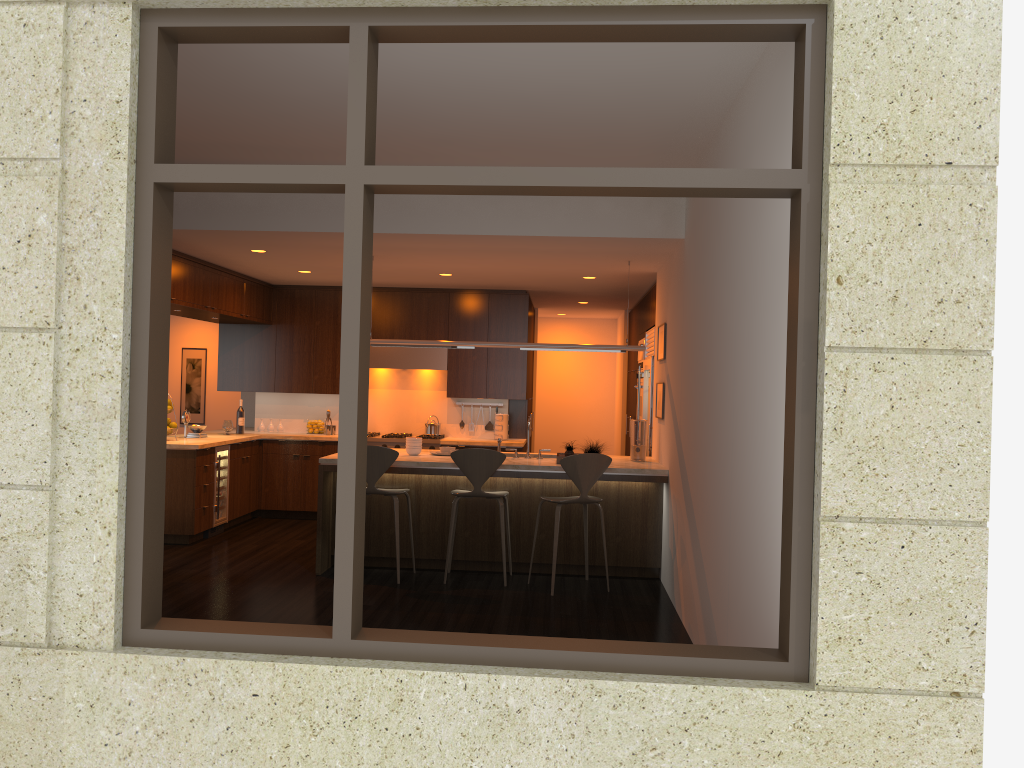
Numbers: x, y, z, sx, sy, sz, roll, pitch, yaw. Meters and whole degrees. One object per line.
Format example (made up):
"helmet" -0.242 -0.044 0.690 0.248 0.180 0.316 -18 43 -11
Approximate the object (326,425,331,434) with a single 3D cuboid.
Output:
"object" -2.078 0.519 10.039 0.060 0.106 0.060 2 0 35

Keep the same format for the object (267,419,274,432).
"object" -2.769 0.476 10.187 0.079 0.154 0.079 2 0 -14

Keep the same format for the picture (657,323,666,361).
"picture" 1.249 -0.347 7.418 0.012 0.298 0.493 2 0 3

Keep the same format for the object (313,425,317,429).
"object" -2.237 0.486 10.067 0.052 0.053 0.062 2 0 8

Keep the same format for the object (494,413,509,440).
"object" -0.124 0.474 9.887 0.168 0.304 0.160 2 0 -43

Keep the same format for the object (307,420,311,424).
"object" -2.300 0.443 10.090 0.057 0.060 0.052 2 0 24

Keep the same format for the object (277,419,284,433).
"object" -2.659 0.479 10.178 0.079 0.154 0.079 2 0 -14

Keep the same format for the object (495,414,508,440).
"object" -0.118 0.476 9.880 0.144 0.286 0.149 2 0 -15

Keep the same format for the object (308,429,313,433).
"object" -2.299 0.536 10.115 0.061 0.053 0.053 2 0 -11

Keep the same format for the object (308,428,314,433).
"object" -2.280 0.530 10.061 0.052 0.057 0.060 1 0 38

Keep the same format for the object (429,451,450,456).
"object" -0.554 0.598 7.606 0.310 0.021 0.309 2 0 3

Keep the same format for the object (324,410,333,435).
"object" -2.068 0.428 9.929 0.088 0.288 0.101 2 0 33

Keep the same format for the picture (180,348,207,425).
"picture" -5.012 0.033 13.947 0.398 1.200 0.012 2 0 3

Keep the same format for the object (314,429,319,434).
"object" -2.220 0.537 10.071 0.064 0.063 0.074 2 0 -33

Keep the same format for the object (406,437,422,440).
"object" -0.827 0.481 7.481 0.140 0.062 0.139 2 0 12

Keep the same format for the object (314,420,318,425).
"object" -2.237 0.437 10.117 0.063 0.053 0.051 1 0 38

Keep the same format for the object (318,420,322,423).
"object" -2.208 0.440 10.188 0.059 0.060 0.050 2 0 36

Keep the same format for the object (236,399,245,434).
"object" -2.956 0.357 9.659 0.094 0.378 0.095 2 0 29

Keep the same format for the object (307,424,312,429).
"object" -2.299 0.482 10.061 0.063 0.051 0.053 2 0 5

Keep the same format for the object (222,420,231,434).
"object" -3.080 0.467 9.596 0.112 0.151 0.112 2 0 22

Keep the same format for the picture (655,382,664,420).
"picture" 1.235 0.138 7.414 0.012 0.300 0.496 2 0 3

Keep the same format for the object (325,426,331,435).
"object" -2.058 0.519 9.921 0.060 0.106 0.060 2 0 35

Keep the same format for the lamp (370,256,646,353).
"lamp" -0.110 -0.674 7.460 2.465 0.765 0.120 2 0 3

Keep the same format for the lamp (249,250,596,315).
"lamp" -7.284 -1.335 10.571 16.431 0.171 5.868 2 0 3

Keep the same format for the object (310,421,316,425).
"object" -2.255 0.440 10.061 0.063 0.051 0.053 2 0 -6

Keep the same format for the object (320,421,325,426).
"object" -2.170 0.454 10.134 0.051 0.053 0.063 2 0 -41

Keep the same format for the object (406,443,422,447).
"object" -0.827 0.525 7.481 0.140 0.062 0.139 2 0 3

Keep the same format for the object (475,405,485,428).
"object" -0.362 0.371 10.113 0.114 0.271 0.008 2 0 3

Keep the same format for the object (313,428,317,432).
"object" -2.240 0.531 10.109 0.052 0.060 0.057 1 0 42

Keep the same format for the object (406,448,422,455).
"object" -0.829 0.571 7.481 0.140 0.059 0.139 2 0 -5

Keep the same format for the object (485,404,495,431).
"object" -0.251 0.382 10.123 0.112 0.303 0.036 2 0 3

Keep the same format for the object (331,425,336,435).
"object" -2.015 0.520 9.998 0.060 0.106 0.060 2 0 35

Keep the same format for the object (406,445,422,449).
"object" -0.828 0.546 7.481 0.140 0.068 0.139 2 0 -14

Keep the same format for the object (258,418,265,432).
"object" -2.877 0.473 10.195 0.079 0.154 0.079 2 0 -14

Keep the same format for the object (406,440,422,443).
"object" -0.827 0.503 7.481 0.140 0.064 0.139 2 0 -22

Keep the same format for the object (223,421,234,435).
"object" -3.025 0.468 9.452 0.112 0.151 0.112 2 0 22

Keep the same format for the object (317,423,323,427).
"object" -2.184 0.465 10.077 0.061 0.052 0.053 2 0 -41

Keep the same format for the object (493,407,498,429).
"object" -0.175 0.399 10.102 0.063 0.281 0.063 2 0 -19
